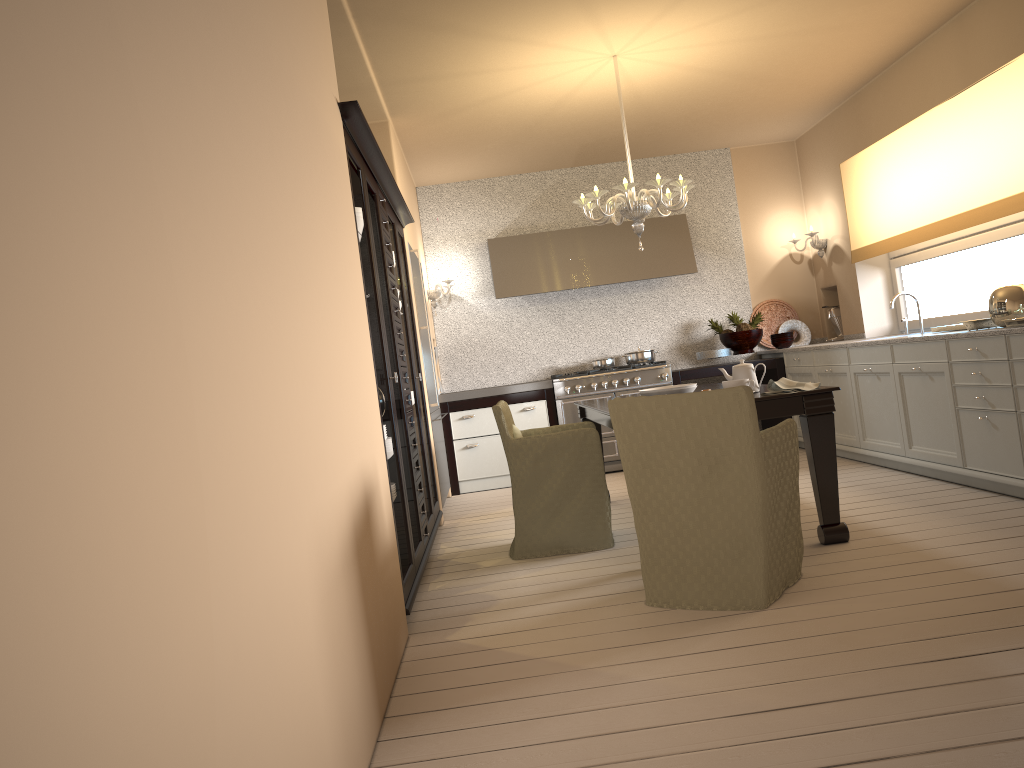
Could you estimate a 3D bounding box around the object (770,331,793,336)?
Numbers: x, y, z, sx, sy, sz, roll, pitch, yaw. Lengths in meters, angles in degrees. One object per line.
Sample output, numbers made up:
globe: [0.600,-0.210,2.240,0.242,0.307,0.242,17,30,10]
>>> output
object: [2.179,-0.381,7.144,0.180,0.065,0.180,-8,0,6]

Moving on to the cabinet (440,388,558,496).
cabinet: [-0.081,0.448,7.188,0.896,0.725,0.636,-8,-1,-2]

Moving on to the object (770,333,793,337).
object: [2.178,-0.367,7.144,0.180,0.064,0.180,-8,0,6]

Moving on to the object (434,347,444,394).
object: [-0.668,-0.104,7.327,0.155,0.394,0.155,-7,-1,-13]

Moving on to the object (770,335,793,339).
object: [2.178,-0.355,7.144,0.180,0.066,0.180,-8,0,-9]

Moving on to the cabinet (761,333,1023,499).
cabinet: [2.602,0.086,5.557,0.846,0.771,4.220,-8,1,-1]

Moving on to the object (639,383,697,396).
object: [0.759,0.048,4.300,0.282,0.066,0.281,-8,1,-7]

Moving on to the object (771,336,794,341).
object: [2.181,-0.340,7.143,0.180,0.063,0.180,-8,1,-24]

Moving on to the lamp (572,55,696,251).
lamp: [0.651,-1.302,4.972,0.674,1.129,0.701,-8,-1,17]

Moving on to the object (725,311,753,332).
object: [1.858,-0.477,7.257,0.161,0.278,0.268,-7,0,-20]

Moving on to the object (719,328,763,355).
object: [1.894,-0.340,7.290,0.351,0.188,0.350,-8,0,-18]

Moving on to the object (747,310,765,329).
object: [1.990,-0.463,7.358,0.276,0.285,0.138,-7,-1,-17]

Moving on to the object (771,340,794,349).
object: [2.185,-0.313,7.143,0.180,0.063,0.180,-8,1,-24]

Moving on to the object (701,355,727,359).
object: [1.630,-0.213,7.137,0.278,0.011,0.278,-8,1,-14]

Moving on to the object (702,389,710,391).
object: [0.819,0.049,3.735,0.138,0.051,0.062,-7,0,17]

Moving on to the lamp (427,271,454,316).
lamp: [-0.589,-0.731,7.295,0.269,0.341,0.479,-8,0,-3]

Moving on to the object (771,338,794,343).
object: [2.183,-0.326,7.143,0.180,0.063,0.180,-8,1,-24]

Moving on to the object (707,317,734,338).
object: [1.746,-0.430,7.372,0.277,0.285,0.138,-8,-1,44]

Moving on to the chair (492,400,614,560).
chair: [0.220,0.457,4.423,0.561,0.802,0.563,-8,-1,4]

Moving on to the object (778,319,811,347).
object: [2.416,-0.418,7.579,0.282,0.273,0.093,-8,-1,0]

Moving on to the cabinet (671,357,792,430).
cabinet: [1.734,0.205,7.258,0.896,0.725,0.600,-8,-1,-2]

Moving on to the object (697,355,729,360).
object: [1.630,-0.211,7.138,0.278,0.011,0.278,-8,1,-14]

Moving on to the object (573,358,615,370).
object: [0.693,-0.167,7.411,0.369,0.090,0.198,-7,1,40]

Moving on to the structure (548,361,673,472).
structure: [0.820,0.271,7.180,0.929,0.806,0.705,-8,-1,-2]

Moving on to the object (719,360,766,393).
object: [1.058,-0.034,4.062,0.198,0.156,0.118,-8,-1,4]

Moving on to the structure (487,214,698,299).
structure: [0.650,-1.053,7.412,1.662,0.511,0.479,-8,0,-2]

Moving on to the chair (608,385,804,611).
chair: [0.747,0.401,3.259,0.562,0.802,0.562,-8,-1,34]

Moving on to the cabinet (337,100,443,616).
cabinet: [-0.901,-0.046,4.346,0.888,1.841,2.487,-8,0,-2]

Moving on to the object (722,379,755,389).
object: [0.995,0.018,3.915,0.125,0.070,0.116,-8,0,-8]

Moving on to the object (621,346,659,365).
object: [1.066,-0.244,7.373,0.266,0.146,0.265,-8,0,-44]

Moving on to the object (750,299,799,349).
object: [2.269,-0.519,7.651,0.431,0.430,0.064,-8,-1,-2]

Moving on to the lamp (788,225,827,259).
lamp: [2.509,-1.169,7.389,0.264,0.267,0.479,-8,0,-3]

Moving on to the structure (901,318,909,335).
structure: [2.674,-0.381,6.024,0.037,0.135,0.024,-8,-1,-2]
